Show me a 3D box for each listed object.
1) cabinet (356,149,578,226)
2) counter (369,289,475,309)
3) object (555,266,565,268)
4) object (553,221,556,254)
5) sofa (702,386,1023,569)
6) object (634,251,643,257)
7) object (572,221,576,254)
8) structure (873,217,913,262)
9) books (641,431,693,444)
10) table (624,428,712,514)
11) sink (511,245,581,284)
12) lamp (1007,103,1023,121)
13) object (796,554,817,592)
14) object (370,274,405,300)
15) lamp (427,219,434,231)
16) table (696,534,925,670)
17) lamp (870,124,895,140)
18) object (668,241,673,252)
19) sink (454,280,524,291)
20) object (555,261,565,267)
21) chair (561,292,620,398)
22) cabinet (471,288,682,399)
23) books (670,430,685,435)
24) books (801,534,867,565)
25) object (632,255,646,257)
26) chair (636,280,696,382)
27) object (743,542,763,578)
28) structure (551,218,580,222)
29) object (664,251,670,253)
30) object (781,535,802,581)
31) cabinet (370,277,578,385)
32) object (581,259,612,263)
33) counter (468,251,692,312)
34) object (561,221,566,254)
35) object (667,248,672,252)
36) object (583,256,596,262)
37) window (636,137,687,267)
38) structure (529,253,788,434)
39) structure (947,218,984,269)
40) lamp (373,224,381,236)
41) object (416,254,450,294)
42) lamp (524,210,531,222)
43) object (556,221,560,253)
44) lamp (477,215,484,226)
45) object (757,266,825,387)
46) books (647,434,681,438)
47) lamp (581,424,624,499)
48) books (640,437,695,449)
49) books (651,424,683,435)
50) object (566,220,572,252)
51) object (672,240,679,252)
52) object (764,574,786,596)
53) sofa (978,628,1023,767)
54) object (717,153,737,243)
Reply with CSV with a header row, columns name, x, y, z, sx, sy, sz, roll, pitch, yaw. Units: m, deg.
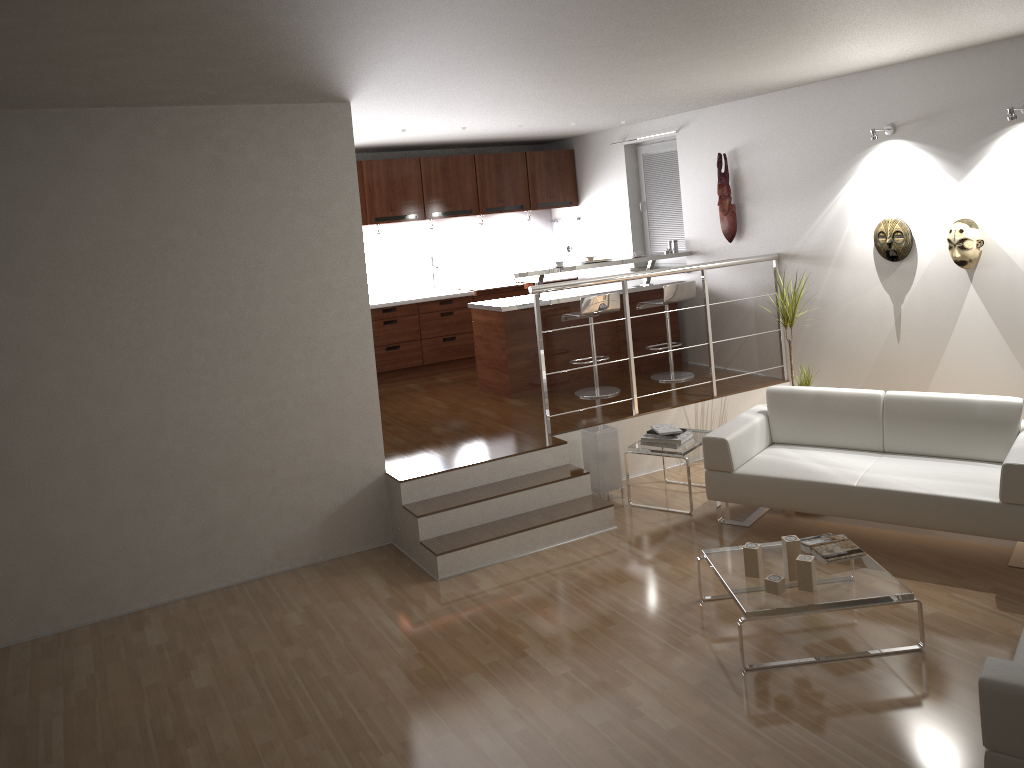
name,x,y,z,sx,sy,sz,roll,pitch,yaw
cabinet,-0.622,-2.112,9.417,2.743,0.630,0.654,-11,8,-27
counter,-1.475,-0.812,8.933,2.121,0.039,0.685,-11,12,-27
object,0.400,-1.010,7.552,0.130,0.008,0.141,-10,12,-24
object,0.486,-1.705,10.212,0.033,0.379,0.065,-6,2,-27
sofa,2.127,0.466,5.103,1.780,0.731,0.921,2,10,37
object,1.152,-1.185,7.989,0.079,0.045,0.068,-4,8,9
object,0.688,-1.651,9.839,0.024,0.378,0.071,-6,2,-27
structure,2.657,-1.012,6.153,0.070,0.313,0.318,-6,6,-27
books,1.035,0.351,5.849,0.287,0.027,0.231,2,13,32
table,1.110,0.569,5.934,0.463,0.396,0.560,0,10,37
sink,0.321,-1.302,9.900,0.678,0.573,0.604,-9,8,-27
lamp,3.015,-1.624,5.210,0.192,0.107,0.080,-10,7,-27
object,1.297,0.827,3.861,0.067,0.150,0.068,-3,4,33
object,-1.319,-1.032,9.266,0.373,0.238,0.156,-9,6,-27
lamp,-0.843,-1.649,9.096,0.080,0.123,0.081,-4,5,12
table,1.344,0.985,4.065,0.795,0.246,0.712,-6,10,-2
lamp,2.559,-1.750,6.076,0.192,0.107,0.080,-10,7,-27
object,1.498,-1.298,8.264,0.053,0.108,0.052,-9,5,-43
sink,-0.239,-1.003,9.601,0.606,0.198,0.605,-10,11,-27
object,0.414,-1.035,7.555,0.079,0.045,0.068,-3,9,17
chair,0.686,-0.341,7.342,0.391,0.840,0.427,-7,4,-23
cabinet,0.621,-0.440,8.132,1.865,0.743,0.636,-10,7,-27
books,1.032,0.316,5.848,0.216,0.014,0.154,5,15,42
books,1.526,0.786,4.211,0.204,0.055,0.296,-7,11,-12
object,1.144,-1.161,7.982,0.140,0.008,0.132,4,14,41
chair,1.386,-0.477,7.712,0.391,0.840,0.426,-7,4,-32
object,1.114,0.808,4.048,0.067,0.149,0.068,-3,4,33
structure,0.602,-1.878,10.035,0.049,0.033,0.602,-9,12,-26
object,1.456,-1.241,8.220,0.051,0.019,0.051,-10,11,-24
object,1.273,0.784,3.977,0.067,0.195,0.067,-5,3,-2
cabinet,-0.824,-0.554,9.272,3.535,0.792,0.683,-11,8,-27
object,0.761,-1.102,7.850,0.311,0.010,0.220,-10,12,-25
counter,0.704,-0.979,8.102,2.121,0.315,0.844,-11,11,-27
object,0.580,-1.684,10.049,0.020,0.374,0.106,-6,3,-27
object,1.476,-1.253,8.208,0.051,0.045,0.051,-3,7,20
object,0.708,-1.113,7.813,0.141,0.041,0.130,-10,11,-25
window,1.530,-1.785,8.642,0.143,1.255,0.846,-6,5,-27
structure,1.194,-0.360,6.668,2.344,1.042,0.057,-10,4,-27
structure,2.896,-0.900,5.653,0.131,0.326,0.244,-7,5,-26
lamp,-1.353,-1.550,8.826,0.080,0.123,0.081,-4,5,12
object,-0.833,-1.197,9.472,0.332,0.402,0.164,-8,4,-27
lamp,0.178,-1.846,9.635,0.080,0.123,0.081,-4,5,12
object,0.529,-1.701,10.158,0.008,0.374,0.033,-6,2,-27
lamp,-0.332,-1.747,9.365,0.080,0.123,0.081,-4,5,12
object,2.050,-0.146,6.417,0.504,1.461,0.442,-6,3,-14
books,1.033,0.330,5.848,0.216,0.014,0.154,2,13,32
lamp,0.626,0.548,6.068,0.194,0.477,0.199,-7,4,-27
books,1.038,0.378,5.850,0.287,0.027,0.231,5,14,41
books,1.031,0.302,5.847,0.152,0.014,0.220,-7,11,-7
object,0.650,-1.679,9.959,0.043,0.362,0.091,-6,3,-28
object,1.531,-1.293,8.216,0.053,0.111,0.052,-9,5,-43
object,1.160,0.878,3.860,0.068,0.073,0.067,-11,8,-42
sofa,2.224,0.878,2.924,0.905,0.731,1.813,0,11,37
object,1.855,-1.612,7.584,0.150,0.782,0.152,-5,2,18
